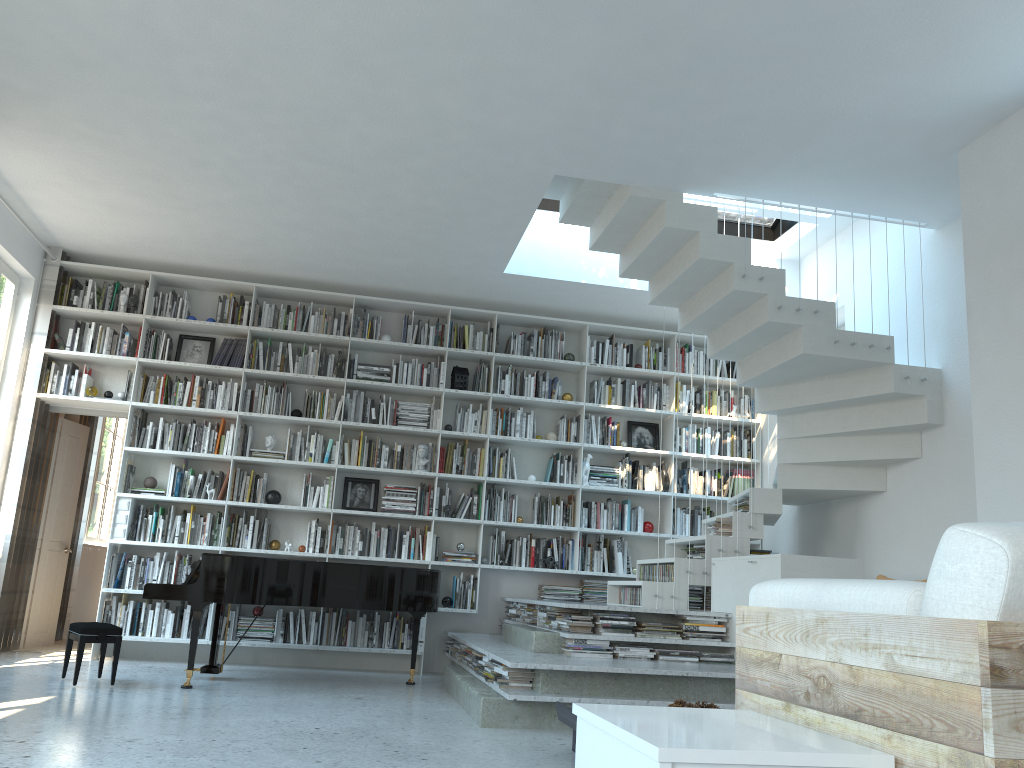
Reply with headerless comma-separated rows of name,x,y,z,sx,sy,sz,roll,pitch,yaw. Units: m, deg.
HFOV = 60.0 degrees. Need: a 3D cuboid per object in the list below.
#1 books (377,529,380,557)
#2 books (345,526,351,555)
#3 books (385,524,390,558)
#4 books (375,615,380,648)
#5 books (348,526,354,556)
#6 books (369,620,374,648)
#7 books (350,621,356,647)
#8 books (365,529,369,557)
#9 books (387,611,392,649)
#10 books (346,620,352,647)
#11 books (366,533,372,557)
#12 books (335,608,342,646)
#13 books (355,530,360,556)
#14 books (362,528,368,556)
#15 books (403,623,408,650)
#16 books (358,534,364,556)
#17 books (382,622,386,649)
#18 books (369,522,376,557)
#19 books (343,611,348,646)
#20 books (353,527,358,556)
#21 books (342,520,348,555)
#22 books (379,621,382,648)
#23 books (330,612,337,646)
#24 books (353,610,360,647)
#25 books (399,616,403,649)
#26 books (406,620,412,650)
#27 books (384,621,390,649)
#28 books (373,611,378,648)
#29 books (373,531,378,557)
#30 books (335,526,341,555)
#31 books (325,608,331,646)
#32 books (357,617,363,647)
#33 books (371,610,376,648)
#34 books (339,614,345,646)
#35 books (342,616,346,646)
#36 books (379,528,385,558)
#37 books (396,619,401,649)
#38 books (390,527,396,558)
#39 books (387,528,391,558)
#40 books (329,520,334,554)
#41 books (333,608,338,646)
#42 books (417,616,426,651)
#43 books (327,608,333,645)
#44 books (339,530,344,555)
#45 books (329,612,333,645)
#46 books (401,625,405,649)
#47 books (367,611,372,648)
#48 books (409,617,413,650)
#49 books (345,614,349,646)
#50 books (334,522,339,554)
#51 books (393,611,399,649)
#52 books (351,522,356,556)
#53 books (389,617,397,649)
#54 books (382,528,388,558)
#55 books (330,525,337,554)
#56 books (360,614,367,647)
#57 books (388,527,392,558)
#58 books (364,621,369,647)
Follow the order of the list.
books,-1.133,1.353,7.502,0.031,0.236,0.159,6,-13,-10
books,-1.385,1.324,7.469,0.024,0.247,0.132,6,-13,-10
books,-1.062,1.339,7.531,0.014,0.285,0.135,6,-13,-10
books,-1.120,2.049,7.360,0.024,0.261,0.132,6,-13,-10
books,-1.357,1.324,7.457,0.027,0.245,0.179,6,-13,-10
books,-1.169,2.066,7.339,0.022,0.212,0.167,6,-13,-10
books,-1.318,2.064,7.331,0.030,0.196,0.143,6,-13,-10
books,-1.226,1.346,7.483,0.013,0.229,0.139,6,-13,-10
books,-1.021,2.041,7.363,0.011,0.292,0.184,6,-13,-10
books,-1.341,2.050,7.298,0.028,0.206,0.175,6,-13,-10
books,-1.207,1.361,7.470,0.023,0.196,0.165,6,-13,-10
books,-1.427,1.992,7.307,0.034,0.310,0.170,6,-13,-10
books,-1.298,1.342,7.457,0.023,0.217,0.175,6,-13,-10
books,-1.245,1.338,7.471,0.029,0.237,0.166,6,-13,-10
books,-0.890,2.097,7.379,0.022,0.204,0.191,6,-13,-10
books,-1.273,1.360,7.453,0.029,0.183,0.175,6,-13,-10
books,-1.061,2.077,7.341,0.010,0.205,0.180,6,-13,-10
books,-1.182,1.320,7.498,0.026,0.291,0.152,6,-13,-10
books,-1.374,2.018,7.323,0.012,0.275,0.155,6,-13,-10
books,-1.323,1.331,7.477,0.021,0.244,0.142,6,-13,-10
books,-1.410,1.302,7.475,0.027,0.290,0.141,6,-13,-10
books,-1.092,2.079,7.368,0.040,0.212,0.129,6,-13,-10
books,-1.471,2.013,7.304,0.025,0.263,0.145,6,-13,-10
books,-1.286,2.017,7.335,0.026,0.293,0.155,6,-13,-10
books,-0.928,2.068,7.378,0.011,0.257,0.172,6,-13,-10
books,-0.867,2.091,7.397,0.028,0.227,0.162,6,-13,-10
books,-1.043,2.078,7.350,0.029,0.209,0.171,6,-13,-10
books,-1.135,2.031,7.345,0.014,0.287,0.185,6,-13,-10
books,-1.161,1.359,7.503,0.025,0.220,0.140,6,-13,-10
books,-1.456,1.318,7.433,0.027,0.233,0.168,6,-13,-10
books,-1.508,1.987,7.282,0.014,0.300,0.185,6,-13,-10
books,-1.261,2.049,7.336,0.030,0.234,0.138,6,-13,-10
books,-1.146,2.007,7.346,0.014,0.335,0.183,6,-13,-10
books,-1.404,2.029,7.314,0.022,0.246,0.144,6,-13,-10
books,-1.386,2.034,7.313,0.012,0.238,0.129,6,-13,-10
books,-1.108,1.350,7.523,0.025,0.254,0.136,6,-13,-10
books,-0.950,2.078,7.387,0.028,0.238,0.140,6,-13,-10
books,-1.017,1.348,7.513,0.028,0.264,0.162,6,-13,-10
books,-1.049,1.355,7.524,0.011,0.251,0.158,6,-13,-10
books,-1.517,1.291,7.448,0.012,0.284,0.160,6,-13,-10
books,-1.449,1.977,7.305,0.012,0.336,0.144,6,-13,-10
books,-0.757,2.066,7.350,0.038,0.268,0.277,6,-13,-10
books,-1.496,1.973,7.304,0.014,0.339,0.140,6,-13,-10
books,-1.434,1.335,7.446,0.024,0.208,0.170,6,-13,-10
books,-1.489,2.016,7.309,0.010,0.258,0.131,6,-13,-10
books,-0.914,2.104,7.384,0.024,0.191,0.155,6,-13,-10
books,-1.183,2.029,7.339,0.013,0.284,0.185,6,-13,-10
books,-0.844,2.078,7.395,0.013,0.255,0.177,6,-13,-10
books,-1.363,2.029,7.323,0.012,0.254,0.151,6,-13,-10
books,-1.476,1.298,7.444,0.011,0.275,0.146,6,-13,-10
books,-0.964,2.033,7.369,0.013,0.316,0.187,6,-13,-10
books,-1.336,1.307,7.461,0.013,0.281,0.166,6,-13,-10
books,-0.993,2.061,7.354,0.044,0.250,0.187,6,-13,-10
books,-1.078,1.351,7.500,0.026,0.245,0.191,6,-13,-10
books,-1.498,1.313,7.444,0.029,0.243,0.154,6,-13,-10
books,-1.231,2.039,7.343,0.028,0.260,0.133,6,-13,-10
books,-1.037,1.349,7.516,0.010,0.261,0.181,6,-13,-10
books,-1.207,2.069,7.340,0.024,0.203,0.145,6,-13,-10
